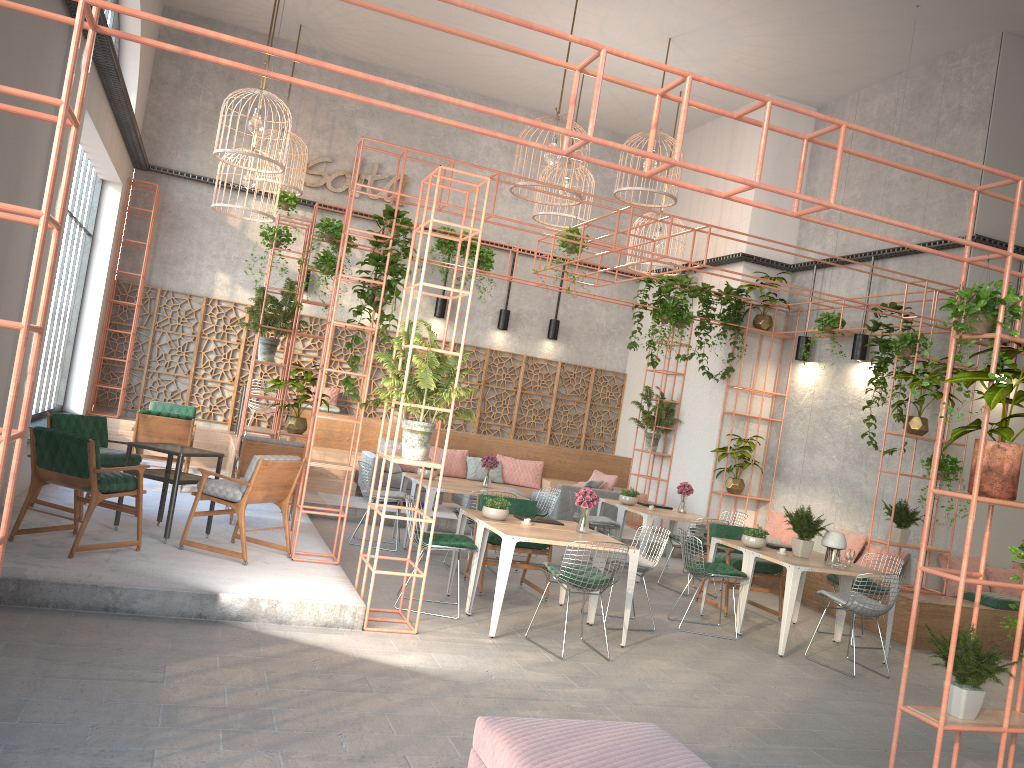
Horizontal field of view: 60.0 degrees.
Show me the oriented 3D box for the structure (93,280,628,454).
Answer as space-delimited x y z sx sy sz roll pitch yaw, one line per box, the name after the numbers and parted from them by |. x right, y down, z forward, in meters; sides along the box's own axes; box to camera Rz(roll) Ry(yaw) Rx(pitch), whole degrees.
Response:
-1.871 0.178 15.515 9.782 2.103 0.132 10 -2 -19 | structure

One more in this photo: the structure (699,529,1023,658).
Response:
6.312 2.979 12.439 5.831 0.500 4.386 10 -2 -19 | structure

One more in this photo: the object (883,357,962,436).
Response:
4.680 0.117 10.172 0.903 0.947 0.934 8 -2 33 | object

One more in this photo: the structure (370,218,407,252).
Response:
-1.952 -2.420 14.566 0.605 0.972 0.587 10 -2 -21 | structure

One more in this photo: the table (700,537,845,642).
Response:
2.704 2.122 9.183 1.205 0.830 0.694 10 -2 -19 | table

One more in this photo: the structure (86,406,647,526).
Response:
-1.773 1.207 13.809 9.152 1.111 3.396 10 -2 -19 | structure

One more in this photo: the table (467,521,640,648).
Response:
0.343 1.708 7.605 1.214 0.830 0.694 10 -2 -19 | table

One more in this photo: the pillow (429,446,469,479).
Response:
-1.086 1.294 14.723 0.839 0.474 0.276 10 -2 -29 | pillow

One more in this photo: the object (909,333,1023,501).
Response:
2.745 0.167 5.000 0.924 0.946 0.923 8 -2 37 | object

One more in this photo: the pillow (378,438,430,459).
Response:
-1.671 1.117 13.656 0.839 0.474 0.276 10 -2 -19 | pillow

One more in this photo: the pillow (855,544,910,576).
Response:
4.584 2.218 11.035 0.289 0.385 0.666 10 -2 -24 | pillow

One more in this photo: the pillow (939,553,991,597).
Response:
5.398 2.288 10.545 0.839 0.474 0.276 10 -2 -29 | pillow

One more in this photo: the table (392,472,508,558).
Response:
-0.764 1.615 10.963 1.205 0.830 0.694 10 -2 -19 | table

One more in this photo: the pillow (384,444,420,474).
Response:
-1.640 1.150 13.509 0.666 0.385 0.289 10 -2 -19 | pillow

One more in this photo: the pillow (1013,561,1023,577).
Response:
6.606 2.493 10.920 0.839 0.474 0.276 9 -2 1 | pillow

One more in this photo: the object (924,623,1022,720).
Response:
2.572 1.627 5.054 0.368 0.527 0.438 10 -2 -19 | object

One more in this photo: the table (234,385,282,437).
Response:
-3.998 0.456 13.981 0.602 0.798 0.635 10 -2 -19 | table

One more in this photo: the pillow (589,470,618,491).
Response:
1.363 1.616 13.954 0.273 0.476 0.836 10 -2 -19 | pillow

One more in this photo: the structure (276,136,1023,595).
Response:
4.208 0.467 11.921 14.096 4.345 4.501 10 -2 -20 | structure

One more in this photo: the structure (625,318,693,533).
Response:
2.459 0.656 15.009 0.424 3.596 0.624 10 -2 -19 | structure

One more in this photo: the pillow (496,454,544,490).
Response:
0.108 1.498 15.139 0.839 0.474 0.276 9 -2 1 | pillow

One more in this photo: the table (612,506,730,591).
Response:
2.017 2.070 11.194 1.214 0.830 0.694 10 -2 -19 | table

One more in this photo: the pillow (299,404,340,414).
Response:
-3.170 0.389 14.544 0.637 0.149 0.491 10 -2 -18 | pillow

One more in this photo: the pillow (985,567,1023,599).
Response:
5.997 2.437 10.732 0.666 0.385 0.289 10 -2 -24 | pillow

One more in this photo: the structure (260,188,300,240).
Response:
-3.619 -2.706 13.986 0.605 0.972 0.587 10 -2 -21 | structure

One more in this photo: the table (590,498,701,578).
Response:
1.786 2.052 11.852 1.205 0.830 0.694 10 -2 -19 | table

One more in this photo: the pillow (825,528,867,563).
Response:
4.362 2.151 11.638 0.276 0.474 0.839 9 -2 1 | pillow

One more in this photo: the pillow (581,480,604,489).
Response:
1.163 1.618 13.533 0.308 0.349 0.495 8 -2 31 | pillow

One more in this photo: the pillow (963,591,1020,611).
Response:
5.606 2.498 10.175 0.637 0.149 0.491 10 -2 -18 | pillow

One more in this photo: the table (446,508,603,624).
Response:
0.112 1.691 8.262 1.205 0.830 0.694 10 -2 -19 | table

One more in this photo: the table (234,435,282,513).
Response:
-3.014 1.073 10.643 0.602 0.798 0.635 10 -2 -19 | table

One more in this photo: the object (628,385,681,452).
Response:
2.399 0.587 14.915 0.900 1.097 0.894 9 -2 10 | object

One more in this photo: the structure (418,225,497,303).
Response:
-0.892 -2.079 14.890 1.434 1.290 0.670 10 -2 -19 | structure

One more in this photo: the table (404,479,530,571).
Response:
-0.534 1.633 10.308 1.214 0.830 0.694 10 -2 -19 | table

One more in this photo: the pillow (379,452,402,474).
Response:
-1.771 1.169 13.147 0.307 0.324 0.499 9 -2 16 | pillow

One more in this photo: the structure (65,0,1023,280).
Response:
3.570 -2.051 9.213 15.203 0.110 15.603 10 -2 -19 | structure

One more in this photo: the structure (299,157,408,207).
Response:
-2.673 -3.534 15.131 1.807 0.695 0.087 10 -2 -19 | structure

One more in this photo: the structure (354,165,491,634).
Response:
-0.743 0.117 7.123 0.424 3.602 0.624 10 -2 -19 | structure

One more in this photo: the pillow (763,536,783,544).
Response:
3.538 2.241 12.790 0.491 0.149 0.637 10 -2 -18 | pillow

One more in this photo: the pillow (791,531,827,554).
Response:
4.167 2.187 12.247 0.289 0.385 0.666 10 -2 -24 | pillow

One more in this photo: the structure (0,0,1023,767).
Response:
5.089 0.951 4.251 14.689 4.247 4.157 10 -2 -19 | structure

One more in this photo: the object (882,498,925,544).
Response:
4.490 1.576 10.254 0.368 0.527 0.438 10 -2 -19 | object

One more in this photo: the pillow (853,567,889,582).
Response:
4.209 2.293 10.837 0.491 0.149 0.637 10 -2 -18 | pillow

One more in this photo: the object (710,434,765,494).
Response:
3.385 1.192 13.446 0.903 0.919 0.934 8 -2 43 | object

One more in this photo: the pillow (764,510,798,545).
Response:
3.985 2.126 12.863 0.276 0.474 0.839 10 -2 -29 | pillow

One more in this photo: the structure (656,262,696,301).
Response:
2.722 -1.679 14.965 0.903 0.803 0.934 8 -2 43 | structure

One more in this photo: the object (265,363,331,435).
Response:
-2.742 0.170 11.259 0.903 0.923 0.934 8 -2 38 | object

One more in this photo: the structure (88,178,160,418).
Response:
-5.932 -1.298 13.598 0.424 3.591 0.624 10 -2 -19 | structure

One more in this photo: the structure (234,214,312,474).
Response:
-3.219 -0.363 11.275 0.722 3.623 0.748 10 -2 -19 | structure

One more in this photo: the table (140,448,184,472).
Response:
-4.654 0.843 11.832 0.602 0.798 0.635 10 -2 -19 | table

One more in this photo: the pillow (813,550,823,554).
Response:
3.878 2.267 11.798 0.491 0.149 0.637 10 -2 -18 | pillow

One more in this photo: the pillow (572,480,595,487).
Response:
1.064 1.634 13.977 0.441 0.317 0.479 10 -2 -38 | pillow

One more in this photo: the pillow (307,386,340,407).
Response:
-3.147 0.192 14.841 0.499 0.324 0.307 9 -2 -4 | pillow

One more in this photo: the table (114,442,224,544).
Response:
-3.137 0.979 8.106 0.635 0.798 0.602 9 -2 21 | table

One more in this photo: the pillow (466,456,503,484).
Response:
-0.460 1.447 14.920 0.666 0.385 0.289 10 -2 -24 | pillow

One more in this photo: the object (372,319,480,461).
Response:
-0.716 0.049 7.056 0.900 1.100 0.894 9 -2 10 | object

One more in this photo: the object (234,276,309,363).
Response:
-3.030 -0.823 11.318 0.900 1.101 0.894 8 -2 35 | object

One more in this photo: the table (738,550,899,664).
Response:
2.934 2.140 8.526 1.214 0.830 0.694 10 -2 -19 | table
